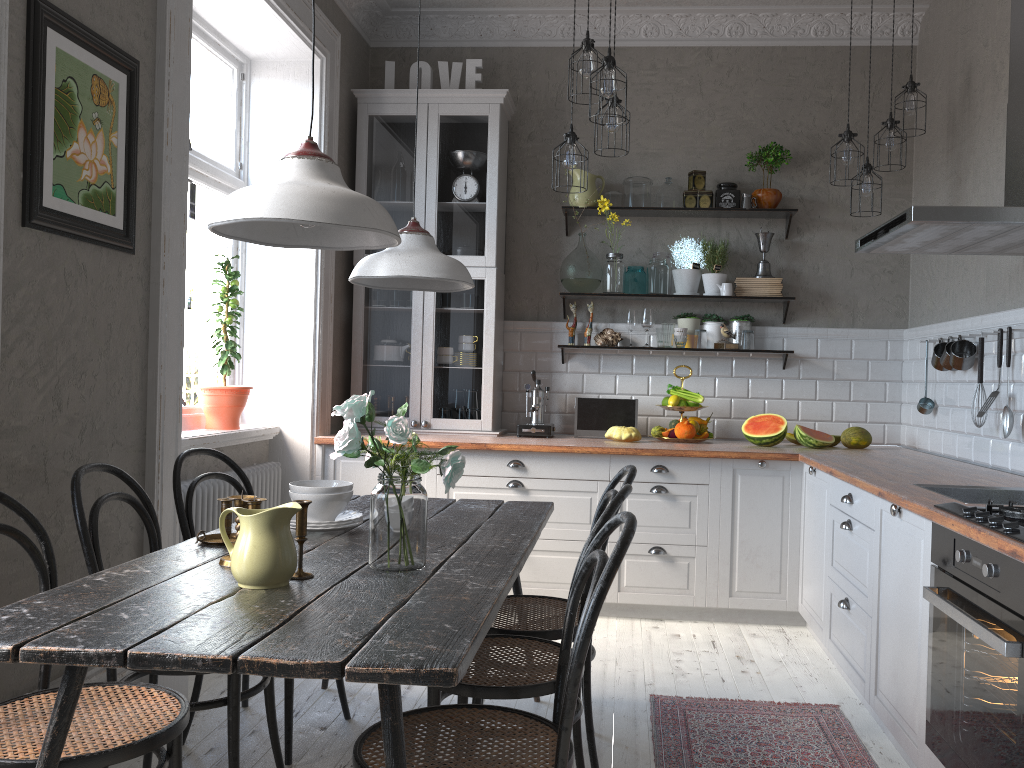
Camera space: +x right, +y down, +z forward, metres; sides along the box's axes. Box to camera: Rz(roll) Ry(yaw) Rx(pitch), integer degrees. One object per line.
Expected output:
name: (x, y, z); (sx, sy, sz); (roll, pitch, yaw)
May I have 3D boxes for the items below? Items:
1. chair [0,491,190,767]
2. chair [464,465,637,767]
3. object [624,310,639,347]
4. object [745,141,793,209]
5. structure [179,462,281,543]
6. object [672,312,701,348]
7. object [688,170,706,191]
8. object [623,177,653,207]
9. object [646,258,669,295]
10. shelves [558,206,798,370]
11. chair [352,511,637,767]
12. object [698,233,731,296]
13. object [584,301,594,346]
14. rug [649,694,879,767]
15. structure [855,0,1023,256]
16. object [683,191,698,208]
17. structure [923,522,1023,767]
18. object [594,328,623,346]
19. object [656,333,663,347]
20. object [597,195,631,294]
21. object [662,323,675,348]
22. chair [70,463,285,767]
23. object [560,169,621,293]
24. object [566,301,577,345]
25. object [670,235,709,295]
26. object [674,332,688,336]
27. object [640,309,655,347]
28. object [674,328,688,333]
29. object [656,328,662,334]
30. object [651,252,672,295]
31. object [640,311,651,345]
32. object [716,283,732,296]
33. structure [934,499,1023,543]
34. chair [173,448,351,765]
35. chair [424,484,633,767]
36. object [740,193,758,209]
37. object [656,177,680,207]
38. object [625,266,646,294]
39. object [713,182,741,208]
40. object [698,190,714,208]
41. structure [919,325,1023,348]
chair: (-0.962, 0.685, 1.860); (0.544, 0.920, 0.442); (2, 0, 13)
chair: (0.104, 0.708, 2.780); (0.548, 0.920, 0.439); (2, 0, 3)
object: (0.689, -0.319, 5.113); (0.082, 0.217, 0.081); (2, 0, -8)
object: (1.458, -1.167, 5.006); (0.256, 0.397, 0.245); (2, 0, 31)
structure: (-1.278, 0.602, 3.864); (0.148, 0.428, 1.226); (2, 0, 5)
object: (1.003, -0.311, 5.108); (0.158, 0.217, 0.154); (1, 0, -14)
object: (1.050, -1.148, 5.029); (0.083, 0.113, 0.082); (2, 0, -14)
object: (0.719, -1.081, 5.076); (0.176, 0.184, 0.168); (1, 1, -45)
object: (0.826, -0.605, 5.028); (0.122, 0.206, 0.127); (2, 0, 29)
shelves: (0.935, -0.529, 5.079); (1.311, 0.923, 0.229); (2, 0, 5)
chair: (-0.039, 0.711, 1.767); (0.548, 0.920, 0.439); (2, 0, 3)
object: (1.150, -0.683, 5.038); (0.188, 0.380, 0.166); (1, 0, -33)
object: (0.450, -0.346, 5.117); (0.052, 0.264, 0.063); (2, 0, 42)
rug: (0.787, 1.178, 2.673); (0.733, 0.014, 1.294); (2, 0, 7)
structure: (1.699, -1.307, 3.150); (0.710, 1.595, 0.715); (2, 0, 6)
object: (1.014, -1.037, 5.045); (0.082, 0.113, 0.083); (2, 0, 6)
structure: (1.389, 0.697, 2.126); (0.616, 0.623, 0.624); (2, 0, 6)
object: (0.548, -0.268, 5.084); (0.179, 0.111, 0.095); (1, 0, -17)
object: (0.866, -0.248, 5.112); (0.076, 0.083, 0.079); (2, 0, 24)
object: (0.561, -0.781, 4.995); (0.192, 0.540, 0.280); (2, 0, -2)
object: (0.888, -0.274, 5.035); (0.080, 0.139, 0.077); (1, 0, -21)
chair: (-0.895, 0.683, 2.414); (0.548, 0.920, 0.439); (2, 0, 3)
object: (0.395, -0.855, 5.053); (0.340, 0.674, 0.332); (1, 0, -26)
object: (0.348, -0.349, 5.142); (0.054, 0.264, 0.060); (1, 0, -23)
object: (1.025, -0.675, 5.101); (0.241, 0.354, 0.238); (2, 0, 24)
object: (0.950, -0.263, 4.986); (0.076, 0.051, 0.078); (2, 0, 25)
object: (0.766, -0.316, 5.012); (0.082, 0.217, 0.081); (2, 0, -8)
object: (0.950, -0.288, 4.986); (0.078, 0.051, 0.077); (2, 0, -8)
object: (0.867, -0.281, 5.112); (0.076, 0.083, 0.079); (2, 0, 24)
object: (0.868, -0.633, 5.176); (0.130, 0.264, 0.132); (2, 0, 11)
object: (0.775, -0.317, 5.101); (0.082, 0.217, 0.081); (2, 0, -8)
object: (1.204, -0.528, 4.970); (0.104, 0.071, 0.064); (2, 0, 36)
structure: (1.374, 0.332, 2.131); (0.494, 0.031, 0.608); (2, 0, 6)
chair: (-0.816, 0.682, 2.898); (0.542, 0.920, 0.443); (2, 0, 18)
chair: (0.024, 0.709, 2.300); (0.544, 0.920, 0.442); (2, 0, 13)
object: (1.327, -1.020, 4.966); (0.093, 0.096, 0.075); (2, 0, 6)
object: (0.909, -1.094, 5.155); (0.143, 0.220, 0.137); (1, 0, -35)
object: (0.714, -0.592, 5.127); (0.125, 0.172, 0.127); (2, 0, 9)
object: (1.230, -1.062, 5.073); (0.141, 0.174, 0.142); (2, 0, 6)
object: (1.101, -1.035, 5.033); (0.082, 0.113, 0.083); (2, 0, 16)
structure: (2.053, -0.212, 3.992); (0.094, 0.053, 1.090); (2, 0, 7)
